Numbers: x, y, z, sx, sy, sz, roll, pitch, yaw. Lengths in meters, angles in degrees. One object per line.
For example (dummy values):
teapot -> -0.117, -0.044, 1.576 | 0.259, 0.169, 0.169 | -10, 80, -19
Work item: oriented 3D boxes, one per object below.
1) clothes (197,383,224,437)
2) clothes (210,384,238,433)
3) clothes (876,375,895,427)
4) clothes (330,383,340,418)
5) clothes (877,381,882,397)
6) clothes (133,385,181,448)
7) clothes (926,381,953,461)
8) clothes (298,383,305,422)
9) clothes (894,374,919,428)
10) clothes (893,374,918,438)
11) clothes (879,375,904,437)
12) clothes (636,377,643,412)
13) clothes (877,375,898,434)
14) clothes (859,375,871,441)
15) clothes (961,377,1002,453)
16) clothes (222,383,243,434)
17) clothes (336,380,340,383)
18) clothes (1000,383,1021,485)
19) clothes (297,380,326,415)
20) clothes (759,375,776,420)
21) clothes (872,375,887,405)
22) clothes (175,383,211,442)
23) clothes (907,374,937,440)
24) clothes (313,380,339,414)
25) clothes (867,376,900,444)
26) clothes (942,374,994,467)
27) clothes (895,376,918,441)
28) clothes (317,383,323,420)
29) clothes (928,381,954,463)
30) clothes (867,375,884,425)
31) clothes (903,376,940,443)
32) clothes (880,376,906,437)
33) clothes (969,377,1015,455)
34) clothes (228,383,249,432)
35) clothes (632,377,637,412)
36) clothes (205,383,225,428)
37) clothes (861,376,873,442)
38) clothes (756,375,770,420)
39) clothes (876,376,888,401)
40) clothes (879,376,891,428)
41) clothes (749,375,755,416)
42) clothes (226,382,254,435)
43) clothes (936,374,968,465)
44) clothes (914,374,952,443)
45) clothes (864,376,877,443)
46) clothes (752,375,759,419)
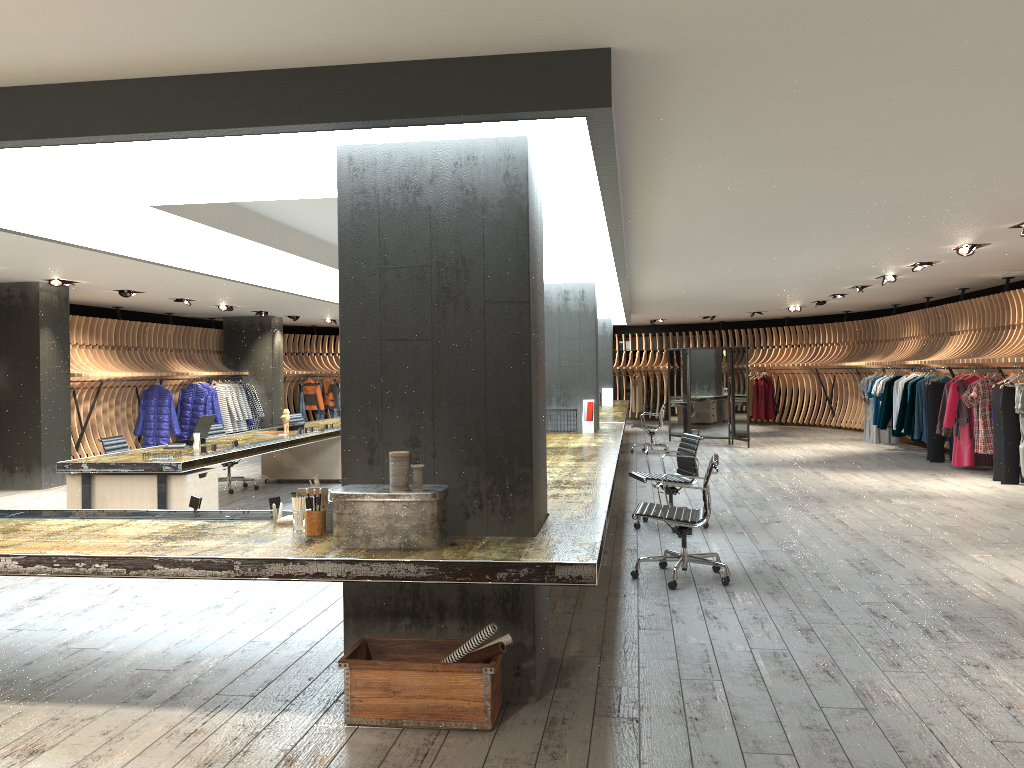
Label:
clothes -> -6.102, 0.600, 17.400 | 0.883, 1.246, 0.249 | -1, 0, 5
clothes -> -5.932, 0.520, 18.062 | 0.752, 1.062, 0.128 | -1, 0, 6
clothes -> 6.924, 0.307, 15.868 | 0.734, 0.937, 0.164 | -1, 0, 11
clothes -> -4.557, 0.666, 22.929 | 0.309, 1.422, 0.200 | -1, 0, -20
clothes -> 7.018, 0.301, 16.122 | 0.742, 0.938, 0.162 | -1, 0, 2
clothes -> -6.391, 0.628, 15.892 | 0.885, 1.239, 0.245 | -1, 0, 5
clothes -> 6.651, 0.620, 13.623 | 0.539, 1.353, 0.087 | -1, 0, 32
clothes -> -5.180, 0.690, 21.917 | 0.200, 1.422, 0.309 | -1, 0, -15
clothes -> 6.790, 0.377, 14.903 | 0.733, 1.106, 0.165 | -1, 0, 8
clothes -> 6.873, 0.373, 15.084 | 0.733, 1.106, 0.165 | -1, 0, 13
clothes -> 6.904, 0.387, 15.500 | 0.913, 1.081, 0.238 | -1, 0, 13
clothes -> 3.569, 0.289, 24.891 | 0.096, 0.988, 0.465 | -1, 0, 25
clothes -> 6.933, 0.384, 15.708 | 0.913, 1.081, 0.238 | -1, 0, 8
clothes -> 7.151, 0.549, 17.316 | 0.677, 1.434, 0.204 | -1, 0, 22
clothes -> 6.377, 0.415, 11.785 | 0.760, 1.020, 0.188 | -1, 0, 9
clothes -> -5.899, 0.516, 18.296 | 0.752, 1.062, 0.128 | -1, 0, 6
clothes -> -4.411, 0.308, 23.149 | 0.839, 0.881, 0.201 | -1, 0, 38
clothes -> 6.268, 0.666, 10.861 | 0.539, 1.353, 0.087 | -1, 0, 7
clothes -> -5.063, 0.331, 22.214 | 0.839, 0.881, 0.201 | -1, 0, 23
clothes -> 6.418, 0.334, 22.268 | 0.444, 1.129, 0.126 | -1, 0, -20
clothes -> 7.015, 0.301, 16.317 | 0.743, 0.931, 0.158 | -1, 0, 12
clothes -> -6.277, 0.612, 17.282 | 0.880, 1.260, 0.242 | -1, 0, 5
clothes -> 6.755, 0.375, 14.337 | 0.715, 1.088, 0.257 | -1, 0, 3
clothes -> -4.718, 0.322, 22.662 | 0.839, 0.881, 0.201 | -1, 0, 28
clothes -> 7.093, 0.556, 16.904 | 0.677, 1.434, 0.204 | -1, 0, -8
clothes -> 6.471, 0.515, 12.397 | 0.839, 1.312, 0.321 | -1, 0, 17
clothes -> 6.774, 0.400, 14.568 | 0.913, 1.081, 0.238 | -1, 0, 13
clothes -> -4.884, 0.678, 22.432 | 0.200, 1.422, 0.309 | -1, 0, 0
clothes -> 6.606, 0.624, 13.436 | 0.539, 1.353, 0.087 | -1, 0, 12
clothes -> 6.979, 0.315, 16.466 | 0.738, 0.971, 0.167 | -1, 0, 17
clothes -> 6.733, 0.405, 14.215 | 0.913, 1.081, 0.238 | -1, 0, 8
clothes -> 6.923, 0.386, 15.585 | 0.913, 1.081, 0.238 | -1, 0, 8
clothes -> 6.331, 0.416, 11.566 | 0.760, 1.030, 0.179 | -1, 0, -6
clothes -> -5.863, 0.512, 18.555 | 0.752, 1.062, 0.128 | -1, 0, 6
clothes -> 3.456, 0.290, 24.934 | 0.096, 0.988, 0.465 | -1, 0, 20
clothes -> -6.155, 0.600, 17.588 | 0.885, 1.239, 0.245 | -1, 0, 5
clothes -> 7.133, 0.552, 17.177 | 0.677, 1.434, 0.204 | -1, 0, -3
clothes -> 6.380, 0.334, 22.353 | 0.444, 1.129, 0.127 | -1, 0, 5
clothes -> 7.040, 0.316, 16.262 | 0.743, 0.960, 0.167 | -1, 0, 1
clothes -> 6.965, 0.319, 16.051 | 0.742, 0.950, 0.167 | -1, 0, -8
clothes -> 6.156, 0.292, 22.660 | 0.777, 1.053, 0.151 | -1, 0, -42
clothes -> -5.937, 0.577, 18.954 | 0.885, 1.239, 0.245 | -1, 0, 5
clothes -> 6.512, 0.511, 12.684 | 0.839, 1.312, 0.321 | -1, 0, 7
clothes -> 6.695, 0.382, 13.903 | 0.715, 1.088, 0.257 | -1, 0, 13
clothes -> 7.112, 0.554, 17.038 | 0.677, 1.434, 0.204 | -1, 0, 22
clothes -> 6.284, 0.333, 22.493 | 0.444, 1.129, 0.126 | -1, 0, -20
